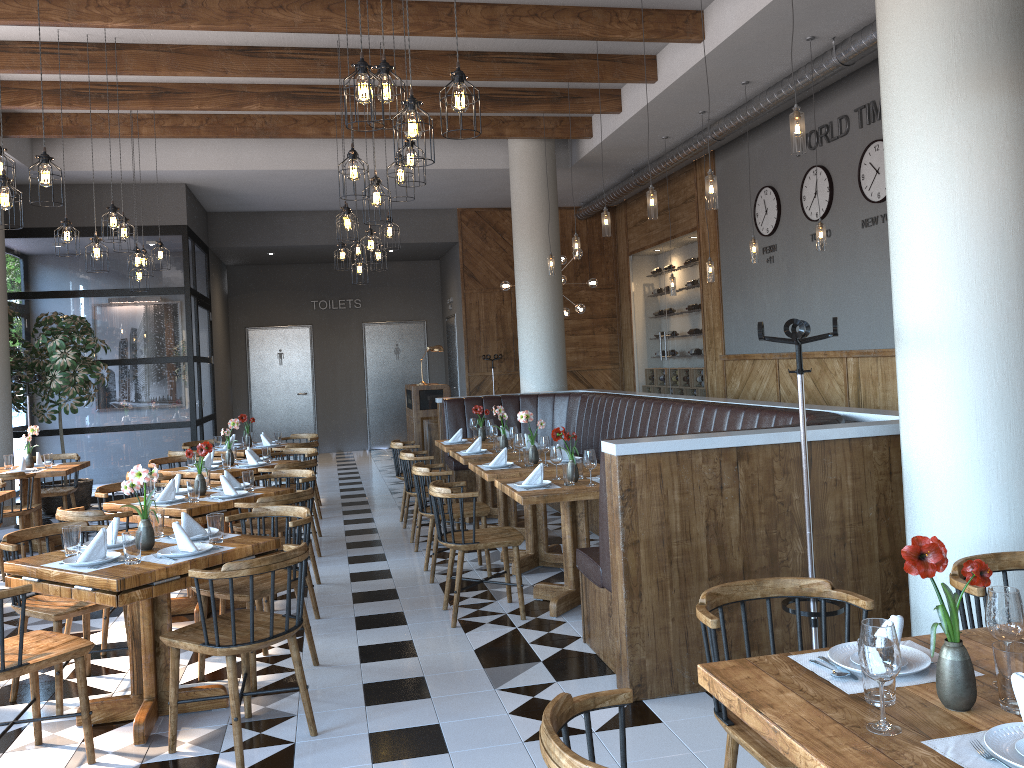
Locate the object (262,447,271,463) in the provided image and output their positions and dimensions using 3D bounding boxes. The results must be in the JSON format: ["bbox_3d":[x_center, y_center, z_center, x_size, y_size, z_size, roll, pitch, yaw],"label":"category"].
[{"bbox_3d":[-2.141,0.620,7.729,0.080,0.132,0.080,-3,0,3],"label":"object"}]

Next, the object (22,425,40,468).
[{"bbox_3d":[-4.491,0.591,8.285,0.146,0.400,0.206,-3,0,-19],"label":"object"}]

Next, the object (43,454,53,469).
[{"bbox_3d":[-4.309,0.717,8.234,0.080,0.132,0.080,-3,0,-27],"label":"object"}]

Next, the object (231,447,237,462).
[{"bbox_3d":[-2.509,0.633,7.954,0.080,0.132,0.080,-3,0,3],"label":"object"}]

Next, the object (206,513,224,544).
[{"bbox_3d":[-1.390,0.678,4.158,0.080,0.132,0.080,-3,0,43],"label":"object"}]

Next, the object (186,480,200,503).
[{"bbox_3d":[-1.989,0.672,5.534,0.080,0.132,0.080,-3,0,3],"label":"object"}]

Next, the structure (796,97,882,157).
[{"bbox_3d":[3.255,-2.453,7.982,0.033,0.199,2.728,-3,1,-12],"label":"structure"}]

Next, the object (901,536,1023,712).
[{"bbox_3d":[1.003,0.505,1.932,0.295,0.355,0.166,-3,0,-6],"label":"object"}]

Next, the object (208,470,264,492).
[{"bbox_3d":[-1.908,0.651,6.061,0.351,0.137,0.272,-2,1,33],"label":"object"}]

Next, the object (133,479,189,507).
[{"bbox_3d":[-2.194,0.677,5.612,0.351,0.137,0.272,-2,1,33],"label":"object"}]

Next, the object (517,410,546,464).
[{"bbox_3d":[0.152,0.398,6.665,0.206,0.400,0.146,-3,-1,-10],"label":"object"}]

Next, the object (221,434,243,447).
[{"bbox_3d":[-3.055,0.612,9.644,0.272,0.137,0.352,-2,1,33],"label":"object"}]

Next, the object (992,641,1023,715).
[{"bbox_3d":[1.054,0.616,1.855,0.080,0.132,0.080,-3,0,23],"label":"object"}]

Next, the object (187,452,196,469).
[{"bbox_3d":[-2.745,0.655,7.588,0.080,0.132,0.080,-3,0,3],"label":"object"}]

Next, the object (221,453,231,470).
[{"bbox_3d":[-2.371,0.642,7.353,0.080,0.132,0.080,-3,0,3],"label":"object"}]

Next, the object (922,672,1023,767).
[{"bbox_3d":[0.993,0.622,1.635,0.352,0.137,0.272,-3,1,-12],"label":"object"}]

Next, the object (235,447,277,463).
[{"bbox_3d":[-2.294,0.621,7.884,0.351,0.137,0.272,-2,1,33],"label":"object"}]

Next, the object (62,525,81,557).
[{"bbox_3d":[-1.994,0.713,4.017,0.080,0.132,0.080,-3,0,-37],"label":"object"}]

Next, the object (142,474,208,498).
[{"bbox_3d":[-2.278,0.672,5.980,0.272,0.137,0.352,-2,1,33],"label":"object"}]

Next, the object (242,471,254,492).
[{"bbox_3d":[-1.759,0.650,5.910,0.080,0.132,0.080,-3,0,-7],"label":"object"}]

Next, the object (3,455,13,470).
[{"bbox_3d":[-4.734,0.736,8.328,0.080,0.132,0.080,-3,0,-27],"label":"object"}]

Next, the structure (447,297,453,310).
[{"bbox_3d":[-1.091,-1.424,15.716,0.025,0.197,0.565,-3,1,-12],"label":"structure"}]

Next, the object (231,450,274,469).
[{"bbox_3d":[-2.211,0.627,7.515,0.272,0.137,0.352,-2,1,33],"label":"object"}]

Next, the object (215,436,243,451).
[{"bbox_3d":[-2.971,0.618,9.276,0.351,0.137,0.272,-2,1,33],"label":"object"}]

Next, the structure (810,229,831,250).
[{"bbox_3d":[3.112,-1.435,8.926,0.021,0.200,0.369,-3,1,-12],"label":"structure"}]

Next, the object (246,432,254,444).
[{"bbox_3d":[-2.896,0.603,9.796,0.080,0.132,0.080,-3,0,13],"label":"object"}]

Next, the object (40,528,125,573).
[{"bbox_3d":[-1.828,0.706,3.856,0.351,0.137,0.272,-2,1,33],"label":"object"}]

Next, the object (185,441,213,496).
[{"bbox_3d":[-2.037,0.555,5.806,0.171,0.355,0.156,-3,-1,43],"label":"object"}]

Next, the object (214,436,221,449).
[{"bbox_3d":[-3.132,0.625,9.431,0.080,0.132,0.080,-3,0,-37],"label":"object"}]

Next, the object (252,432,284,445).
[{"bbox_3d":[-2.685,0.591,9.726,0.351,0.137,0.272,-2,1,33],"label":"object"}]

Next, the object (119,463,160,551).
[{"bbox_3d":[-1.696,0.562,4.053,0.206,0.400,0.146,-3,-1,8],"label":"object"}]

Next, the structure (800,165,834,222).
[{"bbox_3d":[3.073,-1.921,8.943,0.046,0.561,0.560,-3,0,-12],"label":"structure"}]

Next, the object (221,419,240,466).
[{"bbox_3d":[-2.423,0.502,7.654,0.146,0.400,0.206,-3,0,0],"label":"object"}]

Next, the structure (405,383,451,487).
[{"bbox_3d":[-0.974,0.648,11.148,0.645,1.301,1.045,-3,0,-12],"label":"structure"}]

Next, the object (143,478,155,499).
[{"bbox_3d":[-2.362,0.684,5.770,0.080,0.132,0.080,-3,0,-7],"label":"object"}]

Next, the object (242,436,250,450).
[{"bbox_3d":[-2.758,0.612,9.195,0.080,0.132,0.080,-3,0,3],"label":"object"}]

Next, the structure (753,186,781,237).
[{"bbox_3d":[2.863,-1.938,9.943,0.046,0.561,0.560,-3,0,-12],"label":"structure"}]

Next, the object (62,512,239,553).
[{"bbox_3d":[-1.722,0.690,4.237,0.577,0.137,0.582,-2,2,33],"label":"object"}]

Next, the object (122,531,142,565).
[{"bbox_3d":[-1.620,0.700,3.782,0.080,0.132,0.080,-3,0,-37],"label":"object"}]

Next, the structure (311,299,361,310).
[{"bbox_3d":[-3.278,-1.483,16.522,0.916,0.166,0.035,-3,-1,-12],"label":"structure"}]

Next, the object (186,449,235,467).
[{"bbox_3d":[-2.664,0.642,7.802,0.272,0.137,0.352,-2,1,33],"label":"object"}]

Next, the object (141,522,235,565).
[{"bbox_3d":[-1.458,0.685,3.937,0.272,0.137,0.352,-2,1,33],"label":"object"}]

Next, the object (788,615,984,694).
[{"bbox_3d":[0.894,0.614,2.151,0.352,0.137,0.272,-3,1,-12],"label":"object"}]

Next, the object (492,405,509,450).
[{"bbox_3d":[-0.101,0.382,7.734,0.146,0.400,0.206,-3,0,-4],"label":"object"}]

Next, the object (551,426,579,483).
[{"bbox_3d":[0.336,0.441,5.560,0.171,0.355,0.156,-3,-1,-9],"label":"object"}]

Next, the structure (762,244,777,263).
[{"bbox_3d":[2.897,-1.452,9.949,0.021,0.197,0.305,-3,1,-12],"label":"structure"}]

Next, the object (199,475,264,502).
[{"bbox_3d":[-1.824,0.656,5.693,0.272,0.137,0.352,-2,1,33],"label":"object"}]

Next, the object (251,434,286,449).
[{"bbox_3d":[-2.601,0.597,9.357,0.272,0.137,0.352,-2,1,33],"label":"object"}]

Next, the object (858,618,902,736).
[{"bbox_3d":[0.748,0.591,1.797,0.081,0.215,0.081,-3,-1,42],"label":"object"}]

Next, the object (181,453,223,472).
[{"bbox_3d":[-2.580,0.648,7.434,0.351,0.137,0.272,-2,1,33],"label":"object"}]

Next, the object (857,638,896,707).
[{"bbox_3d":[0.798,0.627,1.929,0.080,0.132,0.080,-3,0,18],"label":"object"}]

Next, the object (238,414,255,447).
[{"bbox_3d":[-2.858,0.496,9.527,0.171,0.355,0.156,-3,-1,35],"label":"object"}]

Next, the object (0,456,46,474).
[{"bbox_3d":[-4.434,0.727,8.012,0.352,0.137,0.272,-3,1,-12],"label":"object"}]

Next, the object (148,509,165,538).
[{"bbox_3d":[-1.758,0.691,4.382,0.080,0.132,0.080,-3,0,43],"label":"object"}]

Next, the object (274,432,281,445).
[{"bbox_3d":[-2.529,0.590,9.571,0.080,0.132,0.080,-3,0,13],"label":"object"}]

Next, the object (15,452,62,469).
[{"bbox_3d":[-4.549,0.718,8.532,0.352,0.137,0.272,-3,1,-12],"label":"object"}]

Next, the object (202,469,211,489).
[{"bbox_3d":[-2.126,0.662,6.135,0.080,0.132,0.080,-3,0,-7],"label":"object"}]
